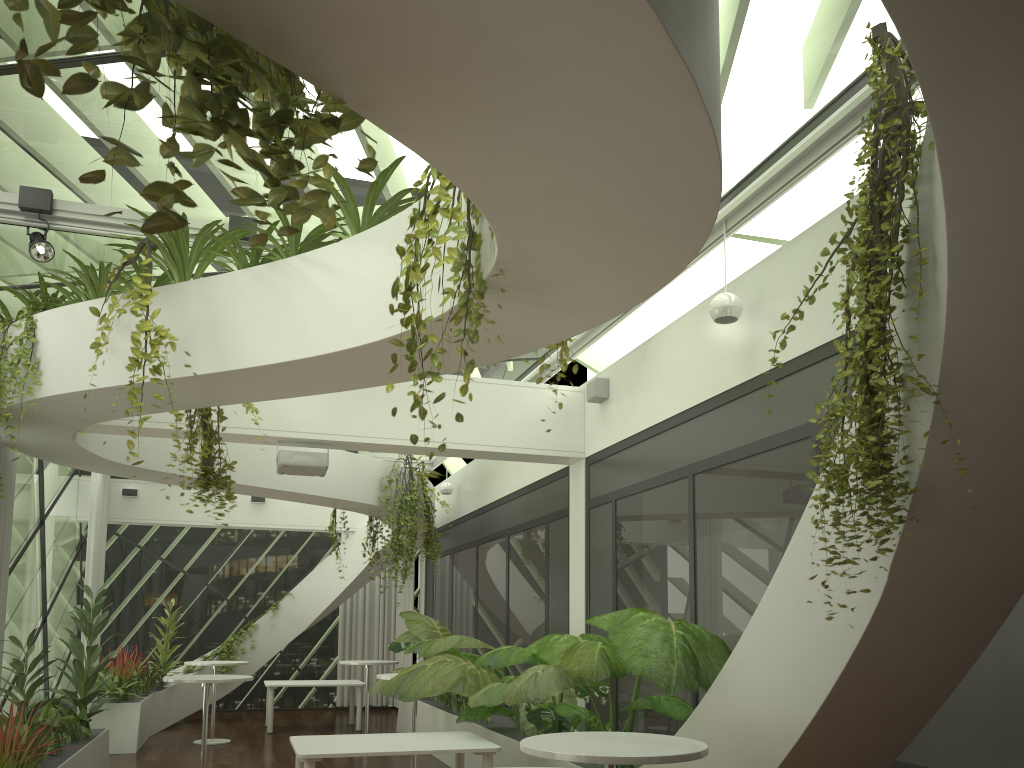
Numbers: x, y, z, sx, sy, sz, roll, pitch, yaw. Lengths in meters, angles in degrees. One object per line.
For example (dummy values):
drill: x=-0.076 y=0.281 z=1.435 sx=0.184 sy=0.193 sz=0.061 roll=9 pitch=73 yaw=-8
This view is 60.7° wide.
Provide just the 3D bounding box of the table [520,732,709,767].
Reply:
table: x=0.461 y=2.187 z=3.972 sx=0.862 sy=1.073 sz=0.871 roll=7 pitch=-12 yaw=-32

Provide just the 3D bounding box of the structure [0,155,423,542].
structure: x=-2.320 y=0.240 z=5.794 sx=4.669 sy=2.267 sz=1.469 roll=-10 pitch=-13 yaw=36

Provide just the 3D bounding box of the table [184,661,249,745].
table: x=-4.097 y=4.391 z=12.077 sx=0.857 sy=1.073 sz=0.876 roll=-3 pitch=-11 yaw=17

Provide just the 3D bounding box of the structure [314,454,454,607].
structure: x=-1.711 y=1.935 z=11.649 sx=1.448 sy=2.029 sz=1.662 roll=-7 pitch=-12 yaw=37

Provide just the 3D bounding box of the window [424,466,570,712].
window: x=-0.464 y=3.341 z=12.084 sx=0.050 sy=3.165 sz=7.367 roll=2 pitch=-14 yaw=-17

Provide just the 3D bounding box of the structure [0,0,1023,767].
structure: x=-1.064 y=1.102 z=4.143 sx=5.925 sy=4.122 sz=25.028 roll=3 pitch=-15 yaw=-11

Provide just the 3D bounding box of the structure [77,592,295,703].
structure: x=-5.285 y=3.894 z=13.222 sx=2.035 sy=1.631 sz=4.900 roll=-2 pitch=-15 yaw=14

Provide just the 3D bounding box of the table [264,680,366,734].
table: x=-3.113 y=5.044 z=13.724 sx=1.505 sy=0.703 sz=1.094 roll=5 pitch=-14 yaw=-17

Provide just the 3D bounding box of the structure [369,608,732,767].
structure: x=-0.578 y=3.134 z=8.876 sx=1.787 sy=1.675 sz=9.130 roll=4 pitch=-15 yaw=-17

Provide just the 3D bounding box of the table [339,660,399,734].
table: x=-2.085 y=4.580 z=12.698 sx=0.857 sy=1.073 sz=0.876 roll=-3 pitch=-11 yaw=17

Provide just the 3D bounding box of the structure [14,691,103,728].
structure: x=-5.146 y=3.638 z=8.309 sx=0.259 sy=0.492 sz=15.526 roll=3 pitch=-16 yaw=-17

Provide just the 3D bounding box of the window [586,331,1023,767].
window: x=1.775 y=1.385 z=4.944 sx=0.050 sy=3.165 sz=7.276 roll=2 pitch=-14 yaw=-17

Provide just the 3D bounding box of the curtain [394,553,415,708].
curtain: x=-1.986 y=4.002 z=16.356 sx=0.160 sy=4.006 sz=1.017 roll=3 pitch=-7 yaw=-18

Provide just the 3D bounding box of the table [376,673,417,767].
table: x=-1.019 y=3.649 z=9.299 sx=0.857 sy=1.073 sz=0.876 roll=-3 pitch=-11 yaw=17

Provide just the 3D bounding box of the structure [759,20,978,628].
structure: x=1.381 y=-0.163 z=3.184 sx=0.615 sy=2.073 sz=1.089 roll=1 pitch=-8 yaw=-5

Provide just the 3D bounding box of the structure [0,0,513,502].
structure: x=-0.812 y=-0.543 z=2.013 sx=1.240 sy=1.816 sz=3.267 roll=-7 pitch=-15 yaw=37

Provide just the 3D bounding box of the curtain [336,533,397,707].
curtain: x=-2.725 y=4.163 z=16.963 sx=1.233 sy=4.006 sz=0.162 roll=3 pitch=-7 yaw=-18

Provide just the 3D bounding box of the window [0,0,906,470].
window: x=-2.352 y=-0.540 z=8.930 sx=5.704 sy=0.054 sz=17.153 roll=5 pitch=-16 yaw=-16

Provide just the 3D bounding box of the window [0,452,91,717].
window: x=-5.073 y=1.441 z=7.832 sx=0.084 sy=4.528 sz=17.186 roll=2 pitch=-15 yaw=-17

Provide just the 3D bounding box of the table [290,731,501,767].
table: x=-0.943 y=3.148 z=6.801 sx=1.505 sy=0.703 sz=1.094 roll=5 pitch=-14 yaw=-17

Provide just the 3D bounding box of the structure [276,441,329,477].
structure: x=-1.889 y=0.672 z=7.887 sx=0.463 sy=0.270 sz=0.397 roll=5 pitch=-13 yaw=-17

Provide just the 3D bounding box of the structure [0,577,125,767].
structure: x=-3.560 y=2.202 z=6.688 sx=0.856 sy=1.561 sz=3.412 roll=3 pitch=-14 yaw=-17

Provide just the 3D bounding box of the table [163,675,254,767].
table: x=-3.031 y=3.460 z=8.677 sx=0.857 sy=1.073 sz=0.876 roll=-3 pitch=-11 yaw=17

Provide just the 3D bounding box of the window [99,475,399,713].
window: x=-4.823 y=3.865 z=16.578 sx=5.754 sy=4.550 sz=0.039 roll=4 pitch=-7 yaw=-17

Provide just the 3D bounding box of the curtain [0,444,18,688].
curtain: x=-4.627 y=1.587 z=7.703 sx=0.160 sy=4.006 sz=1.064 roll=3 pitch=-7 yaw=-18
